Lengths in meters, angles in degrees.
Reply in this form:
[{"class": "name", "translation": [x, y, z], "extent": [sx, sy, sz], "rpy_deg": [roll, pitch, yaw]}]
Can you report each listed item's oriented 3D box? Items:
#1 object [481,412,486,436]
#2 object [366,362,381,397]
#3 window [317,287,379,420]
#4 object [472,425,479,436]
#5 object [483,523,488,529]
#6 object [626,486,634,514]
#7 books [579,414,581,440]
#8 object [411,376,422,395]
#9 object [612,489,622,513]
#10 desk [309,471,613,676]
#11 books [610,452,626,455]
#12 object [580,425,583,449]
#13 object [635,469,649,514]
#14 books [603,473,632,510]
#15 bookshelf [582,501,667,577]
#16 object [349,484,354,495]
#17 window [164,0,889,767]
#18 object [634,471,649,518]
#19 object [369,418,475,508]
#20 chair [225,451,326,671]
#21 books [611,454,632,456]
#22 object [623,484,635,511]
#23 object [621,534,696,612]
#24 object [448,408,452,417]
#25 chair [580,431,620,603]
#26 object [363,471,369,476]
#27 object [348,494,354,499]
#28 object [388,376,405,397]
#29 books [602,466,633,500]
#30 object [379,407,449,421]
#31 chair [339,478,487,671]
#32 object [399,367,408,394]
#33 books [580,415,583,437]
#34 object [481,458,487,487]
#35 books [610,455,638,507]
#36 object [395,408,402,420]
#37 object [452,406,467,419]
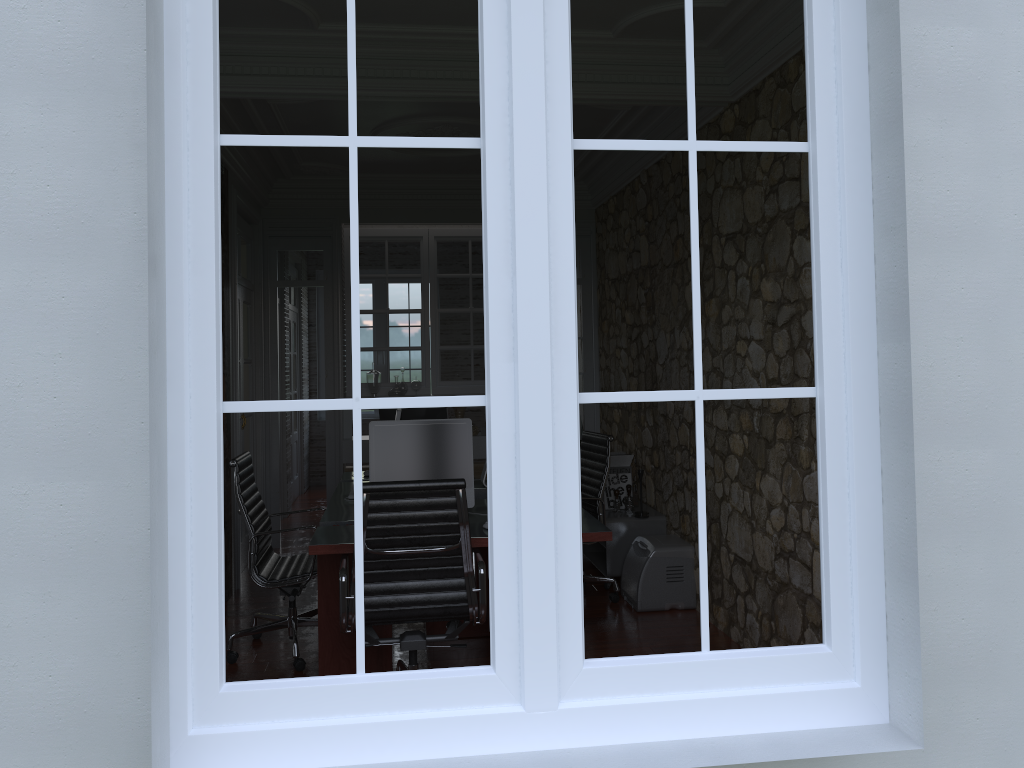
[{"class": "object", "translation": [-0.155, 0.301, 7.582], "extent": [0.166, 0.273, 0.188], "rpy_deg": [-2, -1, 28]}, {"class": "object", "translation": [-1.175, -0.027, 7.534], "extent": [0.129, 0.316, 0.129], "rpy_deg": [-2, -1, 18]}, {"class": "window", "translation": [-1.679, -0.474, 11.225], "extent": [1.539, 1.942, 0.127], "rpy_deg": [-1, -2, -7]}, {"class": "object", "translation": [-0.325, 0.395, 7.557], "extent": [0.093, 0.088, 0.091], "rpy_deg": [-1, 0, 29]}, {"class": "object", "translation": [-0.092, 0.636, 3.974], "extent": [0.059, 0.028, 0.106], "rpy_deg": [-2, 1, -39]}, {"class": "object", "translation": [0.780, 0.769, 5.892], "extent": [0.048, 0.176, 0.087], "rpy_deg": [-1, -1, 4]}, {"class": "books", "translation": [0.585, 0.408, 7.726], "extent": [0.013, 0.289, 0.194], "rpy_deg": [-1, -1, -3]}, {"class": "object", "translation": [-0.829, 0.028, 7.662], "extent": [0.094, 0.188, 0.094], "rpy_deg": [0, -1, -33]}, {"class": "object", "translation": [0.703, 0.781, 5.929], "extent": [0.048, 0.153, 0.087], "rpy_deg": [-1, -1, -12]}, {"class": "desk", "translation": [-0.361, 0.993, 5.015], "extent": [1.300, 0.728, 2.506], "rpy_deg": [-1, 1, -7]}, {"class": "books", "translation": [0.690, 0.671, 6.384], "extent": [0.259, 0.351, 0.065], "rpy_deg": [-1, -2, -7]}, {"class": "object", "translation": [0.576, 0.418, 7.706], "extent": [0.078, 0.278, 0.239], "rpy_deg": [-1, 0, -3]}, {"class": "object", "translation": [0.855, 0.712, 5.855], "extent": [0.095, 0.289, 0.095], "rpy_deg": [-2, -2, 42]}, {"class": "books", "translation": [0.722, 0.734, 6.061], "extent": [0.197, 0.240, 0.058], "rpy_deg": [-1, -2, -7]}, {"class": "bookshelf", "translation": [0.711, 1.078, 6.301], "extent": [0.436, 0.460, 1.194], "rpy_deg": [-1, 1, -7]}, {"class": "object", "translation": [-0.898, 0.625, 5.273], "extent": [0.118, 0.017, 0.439], "rpy_deg": [-1, 2, -7]}, {"class": "window", "translation": [0.034, -0.240, 1.915], "extent": [1.527, 1.988, 0.127], "rpy_deg": [-1, -2, -7]}, {"class": "object", "translation": [0.838, 0.716, 5.746], "extent": [0.095, 0.289, 0.095], "rpy_deg": [-1, -1, -12]}, {"class": "object", "translation": [-0.426, 0.411, 4.169], "extent": [0.484, 0.486, 0.189], "rpy_deg": [-1, -1, -7]}, {"class": "chair", "translation": [-1.129, 0.876, 4.625], "extent": [0.699, 1.024, 0.664], "rpy_deg": [-1, -1, -13]}, {"class": "books", "translation": [0.717, 0.674, 6.185], "extent": [0.258, 0.355, 0.049], "rpy_deg": [-1, -2, -7]}, {"class": "object", "translation": [0.793, 0.766, 5.997], "extent": [0.048, 0.176, 0.087], "rpy_deg": [0, -1, -33]}, {"class": "object", "translation": [0.878, 1.134, 5.388], "extent": [0.362, 0.388, 0.400], "rpy_deg": [-1, 0, -7]}, {"class": "object", "translation": [-0.550, 0.302, 7.476], "extent": [0.128, 0.288, 0.128], "rpy_deg": [0, -2, -41]}, {"class": "chair", "translation": [0.288, 0.826, 5.455], "extent": [0.699, 1.024, 0.664], "rpy_deg": [-1, -1, -12]}, {"class": "object", "translation": [-0.974, 0.600, 5.972], "extent": [0.059, 0.028, 0.106], "rpy_deg": [-1, 1, -9]}, {"class": "object", "translation": [-0.863, 0.627, 4.948], "extent": [0.106, 0.028, 0.059], "rpy_deg": [-1, 1, -9]}, {"class": "object", "translation": [-0.975, 0.030, 7.477], "extent": [0.148, 0.201, 0.148], "rpy_deg": [-1, -1, -25]}, {"class": "books", "translation": [0.718, 0.712, 6.096], "extent": [0.221, 0.283, 0.061], "rpy_deg": [-1, -2, -7]}, {"class": "object", "translation": [-0.643, 0.372, 5.794], "extent": [0.483, 0.486, 0.189], "rpy_deg": [-1, -1, 18]}, {"class": "chair", "translation": [-0.444, 0.886, 3.748], "extent": [0.665, 1.024, 0.698], "rpy_deg": [-1, -1, -3]}, {"class": "object", "translation": [-0.937, -0.010, 7.603], "extent": [0.088, 0.272, 0.088], "rpy_deg": [-1, -1, -12]}, {"class": "books", "translation": [0.600, 0.412, 7.726], "extent": [0.023, 0.283, 0.194], "rpy_deg": [-1, -1, -3]}, {"class": "object", "translation": [-0.094, 0.371, 5.386], "extent": [0.189, 0.486, 0.483], "rpy_deg": [-1, 0, -7]}, {"class": "books", "translation": [0.730, 0.675, 6.132], "extent": [0.272, 0.355, 0.063], "rpy_deg": [-1, -2, -7]}, {"class": "object", "translation": [-0.679, 0.386, 5.283], "extent": [0.189, 0.486, 0.483], "rpy_deg": [-1, 0, -7]}, {"class": "object", "translation": [-0.446, 0.303, 7.539], "extent": [0.143, 0.279, 0.143], "rpy_deg": [-1, -1, 7]}]
